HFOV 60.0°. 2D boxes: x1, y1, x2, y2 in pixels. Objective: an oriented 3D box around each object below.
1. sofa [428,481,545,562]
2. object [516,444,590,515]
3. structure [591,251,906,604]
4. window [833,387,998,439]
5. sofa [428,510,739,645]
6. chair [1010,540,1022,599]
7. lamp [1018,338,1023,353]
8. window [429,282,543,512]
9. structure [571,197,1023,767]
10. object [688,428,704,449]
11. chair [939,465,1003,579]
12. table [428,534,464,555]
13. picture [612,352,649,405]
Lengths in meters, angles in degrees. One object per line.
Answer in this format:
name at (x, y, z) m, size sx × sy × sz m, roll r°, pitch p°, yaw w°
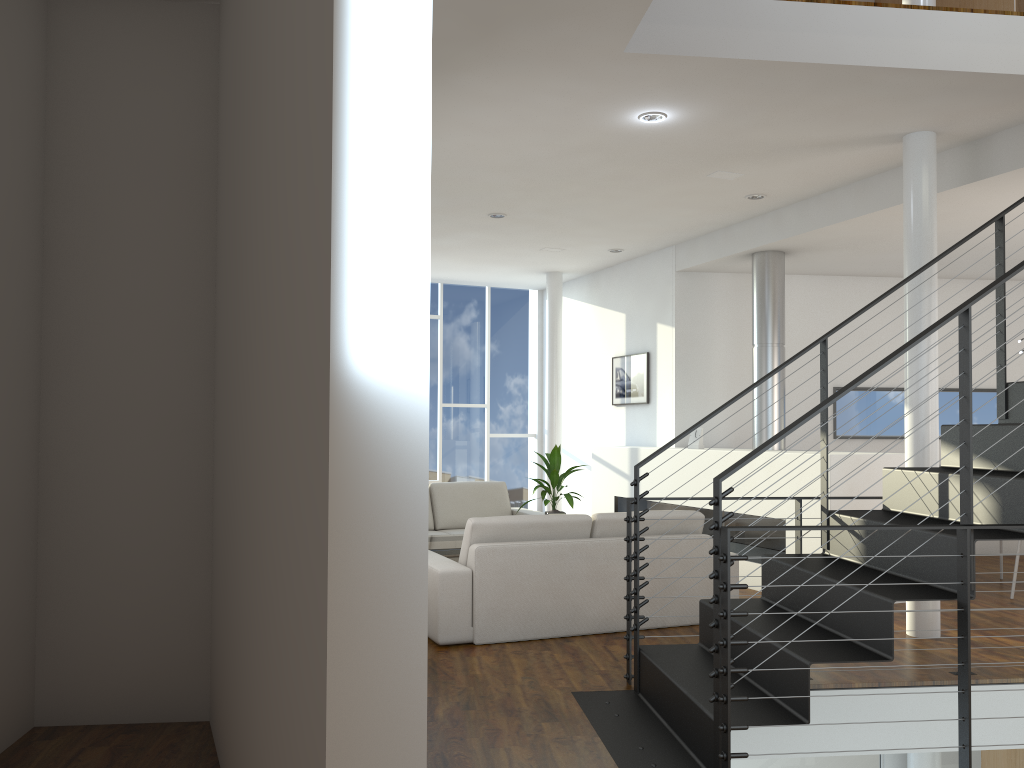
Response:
sofa at (-0.536, 1.023, 6.563) m, size 1.611 × 0.565 × 0.803 m, roll 1°, pitch -3°, yaw -22°
object at (0.291, 0.683, 5.697) m, size 0.432 × 0.600 × 0.458 m, roll 2°, pitch -3°, yaw -37°
structure at (1.546, 0.208, 6.269) m, size 0.750 × 2.204 × 2.752 m, roll 1°, pitch -3°, yaw -23°
window at (3.517, 0.242, 7.142) m, size 2.024 × 0.407 × 0.165 m, roll 1°, pitch -2°, yaw -7°
sofa at (0.276, 0.922, 4.587) m, size 1.611 × 0.565 × 0.803 m, roll 1°, pitch -3°, yaw -22°
chair at (3.169, 0.864, 5.024) m, size 0.555 × 0.764 × 0.428 m, roll 1°, pitch -2°, yaw -10°
lamp at (3.477, -0.562, 5.434) m, size 0.619 × 0.725 × 0.590 m, roll 0°, pitch -2°, yaw 15°
window at (-1.267, -1.381, 8.444) m, size 3.415 × 5.630 × 0.090 m, roll 1°, pitch -2°, yaw -23°
structure at (2.437, 0.669, 3.120) m, size 4.361 × 6.292 × 1.095 m, roll 1°, pitch -2°, yaw -7°
object at (1.313, 0.387, 6.321) m, size 0.061 × 0.151 × 0.100 m, roll 2°, pitch -2°, yaw -36°
chair at (2.976, 0.898, 5.691) m, size 0.555 × 0.764 × 0.428 m, roll 0°, pitch -2°, yaw -1°
table at (-0.164, 1.115, 5.545) m, size 1.608 × 0.284 × 0.662 m, roll 1°, pitch -3°, yaw -22°
picture at (0.985, -0.036, 7.406) m, size 0.020 × 0.415 × 0.575 m, roll 1°, pitch -3°, yaw -23°
